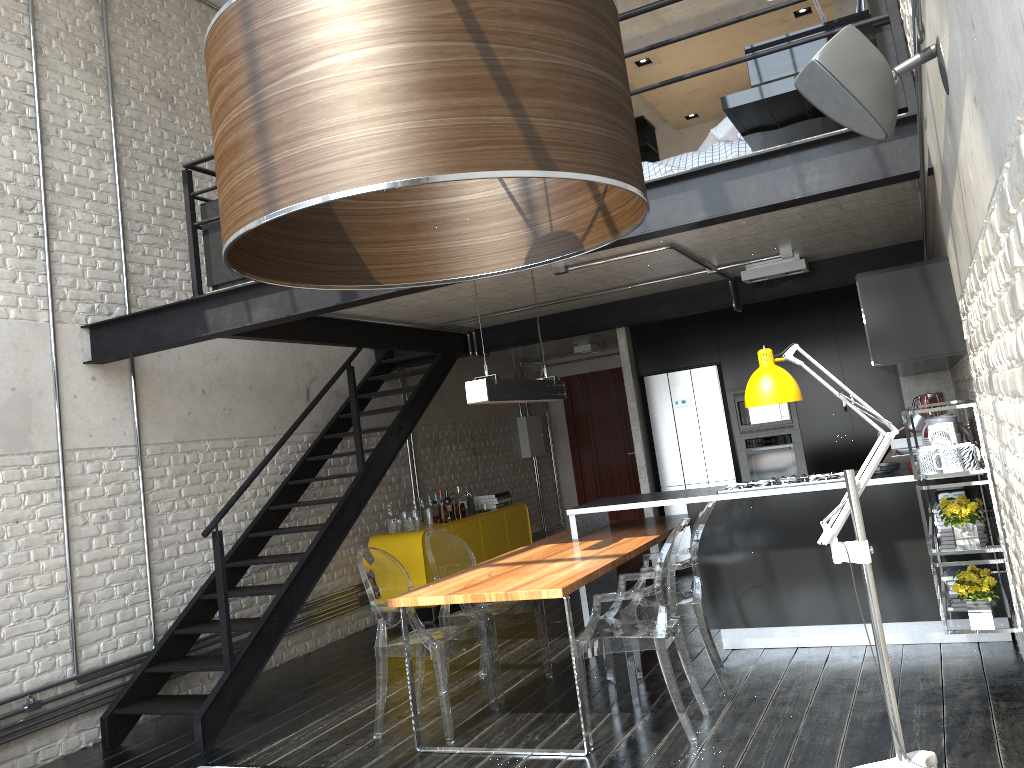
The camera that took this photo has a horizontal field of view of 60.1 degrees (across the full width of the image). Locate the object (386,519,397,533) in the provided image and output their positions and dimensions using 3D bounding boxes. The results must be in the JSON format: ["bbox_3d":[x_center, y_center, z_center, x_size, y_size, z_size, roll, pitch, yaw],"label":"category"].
[{"bbox_3d":[-1.055,1.253,7.804,0.096,0.120,0.095,-6,-6,-13],"label":"object"}]

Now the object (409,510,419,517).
[{"bbox_3d":[-0.876,1.226,8.020,0.087,0.156,0.087,-13,-8,37],"label":"object"}]

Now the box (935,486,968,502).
[{"bbox_3d":[2.319,0.624,4.654,0.149,0.151,0.150,-10,-6,25],"label":"box"}]

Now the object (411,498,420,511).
[{"bbox_3d":[-0.906,1.208,8.357,0.093,0.246,0.092,-6,-7,-14],"label":"object"}]

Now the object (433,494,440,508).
[{"bbox_3d":[-0.731,1.207,8.695,0.093,0.246,0.092,-6,-7,-14],"label":"object"}]

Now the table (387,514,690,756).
[{"bbox_3d":[0.426,1.346,5.271,0.923,0.738,2.667,-10,-5,25],"label":"table"}]

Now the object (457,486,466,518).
[{"bbox_3d":[-0.499,1.132,8.488,0.081,0.309,0.081,-10,-8,19],"label":"object"}]

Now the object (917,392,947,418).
[{"bbox_3d":[2.801,0.277,5.875,0.209,0.430,0.202,-13,-9,39],"label":"object"}]

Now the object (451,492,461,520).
[{"bbox_3d":[-0.541,1.155,8.377,0.067,0.260,0.099,-12,-8,30],"label":"object"}]

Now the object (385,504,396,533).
[{"bbox_3d":[-1.086,1.204,7.939,0.092,0.246,0.092,-9,-7,8],"label":"object"}]

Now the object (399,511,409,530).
[{"bbox_3d":[-0.974,1.241,8.051,0.087,0.156,0.087,-13,-8,37],"label":"object"}]

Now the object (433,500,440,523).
[{"bbox_3d":[-0.713,1.197,8.295,0.087,0.207,0.086,-2,-9,-40],"label":"object"}]

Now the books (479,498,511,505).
[{"bbox_3d":[-0.196,1.238,9.296,0.258,0.031,0.327,-9,-4,23],"label":"books"}]

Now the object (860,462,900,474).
[{"bbox_3d":[2.190,0.512,5.313,0.311,0.050,0.225,-5,-5,-37],"label":"object"}]

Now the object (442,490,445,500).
[{"bbox_3d":[-0.654,1.155,8.413,0.114,0.294,0.113,-2,-9,-37],"label":"object"}]

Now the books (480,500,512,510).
[{"bbox_3d":[-0.195,1.277,9.305,0.258,0.044,0.350,-10,-4,27],"label":"books"}]

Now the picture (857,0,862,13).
[{"bbox_3d":[1.600,-1.782,4.075,0.055,0.251,0.174,-11,-7,25],"label":"picture"}]

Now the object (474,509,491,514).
[{"bbox_3d":[-0.355,1.292,8.951,0.299,0.012,0.298,-8,-4,5],"label":"object"}]

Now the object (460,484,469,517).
[{"bbox_3d":[-0.476,1.127,8.573,0.073,0.323,0.072,-10,-8,15],"label":"object"}]

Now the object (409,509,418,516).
[{"bbox_3d":[-0.898,1.235,8.115,0.087,0.156,0.087,-13,-8,37],"label":"object"}]

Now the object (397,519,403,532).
[{"bbox_3d":[-1.013,1.264,7.902,0.093,0.100,0.092,-5,-7,-27],"label":"object"}]

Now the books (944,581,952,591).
[{"bbox_3d":[2.266,0.983,4.404,0.200,0.023,0.277,-9,-4,19],"label":"books"}]

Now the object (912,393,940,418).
[{"bbox_3d":[3.422,0.289,7.249,0.222,0.426,0.161,-11,-8,24],"label":"object"}]

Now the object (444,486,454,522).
[{"bbox_3d":[-0.602,1.120,8.295,0.079,0.332,0.079,-10,-8,15],"label":"object"}]

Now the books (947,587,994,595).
[{"bbox_3d":[2.273,1.003,4.399,0.200,0.023,0.278,-10,-4,24],"label":"books"}]

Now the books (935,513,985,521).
[{"bbox_3d":[2.224,0.646,4.409,0.210,0.021,0.292,-9,-4,23],"label":"books"}]

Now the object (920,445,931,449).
[{"bbox_3d":[1.948,0.336,4.102,0.109,0.101,0.082,-4,-7,-31],"label":"object"}]

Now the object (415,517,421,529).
[{"bbox_3d":[-0.852,1.243,7.906,0.093,0.100,0.092,-5,-7,-27],"label":"object"}]

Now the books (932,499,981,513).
[{"bbox_3d":[2.219,0.608,4.414,0.210,0.021,0.292,-10,-4,28],"label":"books"}]

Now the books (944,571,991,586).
[{"bbox_3d":[2.268,0.960,4.404,0.200,0.023,0.278,-9,-4,23],"label":"books"}]

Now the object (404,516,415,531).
[{"bbox_3d":[-0.899,1.232,7.810,0.095,0.120,0.095,-13,-8,42],"label":"object"}]

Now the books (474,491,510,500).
[{"bbox_3d":[-0.212,1.175,9.307,0.257,0.038,0.324,-10,-4,27],"label":"books"}]

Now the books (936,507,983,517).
[{"bbox_3d":[2.226,0.626,4.409,0.210,0.021,0.292,-10,-4,25],"label":"books"}]

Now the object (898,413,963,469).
[{"bbox_3d":[2.516,0.321,5.302,0.349,0.343,0.219,-9,-7,9],"label":"object"}]

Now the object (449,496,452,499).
[{"bbox_3d":[-0.589,1.193,8.522,0.100,0.213,0.101,-13,-9,39],"label":"object"}]

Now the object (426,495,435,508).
[{"bbox_3d":[-0.784,1.207,8.582,0.093,0.246,0.092,-6,-7,-14],"label":"object"}]

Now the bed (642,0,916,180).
[{"bbox_3d":[1.379,-1.341,6.289,2.683,0.847,4.470,-10,-5,25],"label":"bed"}]

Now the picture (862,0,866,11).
[{"bbox_3d":[1.720,-1.814,4.317,0.033,0.316,0.226,-11,-7,25],"label":"picture"}]

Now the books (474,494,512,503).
[{"bbox_3d":[-0.206,1.209,9.316,0.286,0.031,0.350,-10,-4,25],"label":"books"}]

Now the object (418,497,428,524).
[{"bbox_3d":[-0.848,1.208,8.466,0.093,0.246,0.092,-6,-7,-14],"label":"object"}]

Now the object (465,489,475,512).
[{"bbox_3d":[-0.443,1.190,8.998,0.118,0.241,0.119,-14,-9,41],"label":"object"}]

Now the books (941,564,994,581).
[{"bbox_3d":[2.268,0.939,4.406,0.200,0.023,0.278,-11,-5,34],"label":"books"}]

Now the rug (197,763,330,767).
[{"bbox_3d":[-0.783,1.667,2.222,3.386,0.004,3.486,-10,-4,25],"label":"rug"}]

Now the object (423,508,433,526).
[{"bbox_3d":[-0.754,1.211,8.045,0.087,0.156,0.087,-13,-8,37],"label":"object"}]

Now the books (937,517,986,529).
[{"bbox_3d":[2.229,0.685,4.403,0.210,0.021,0.292,-10,-4,24],"label":"books"}]

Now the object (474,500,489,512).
[{"bbox_3d":[-0.306,1.237,8.999,0.099,0.108,0.227,-3,-6,-38],"label":"object"}]

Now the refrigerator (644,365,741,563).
[{"bbox_3d":[1.814,0.780,8.532,0.720,1.838,0.497,-11,-8,24],"label":"refrigerator"}]

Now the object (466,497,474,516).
[{"bbox_3d":[-0.448,1.201,8.665,0.135,0.183,0.052,-4,-8,-28],"label":"object"}]

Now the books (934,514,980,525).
[{"bbox_3d":[2.220,0.666,4.409,0.210,0.021,0.292,-10,-4,25],"label":"books"}]
